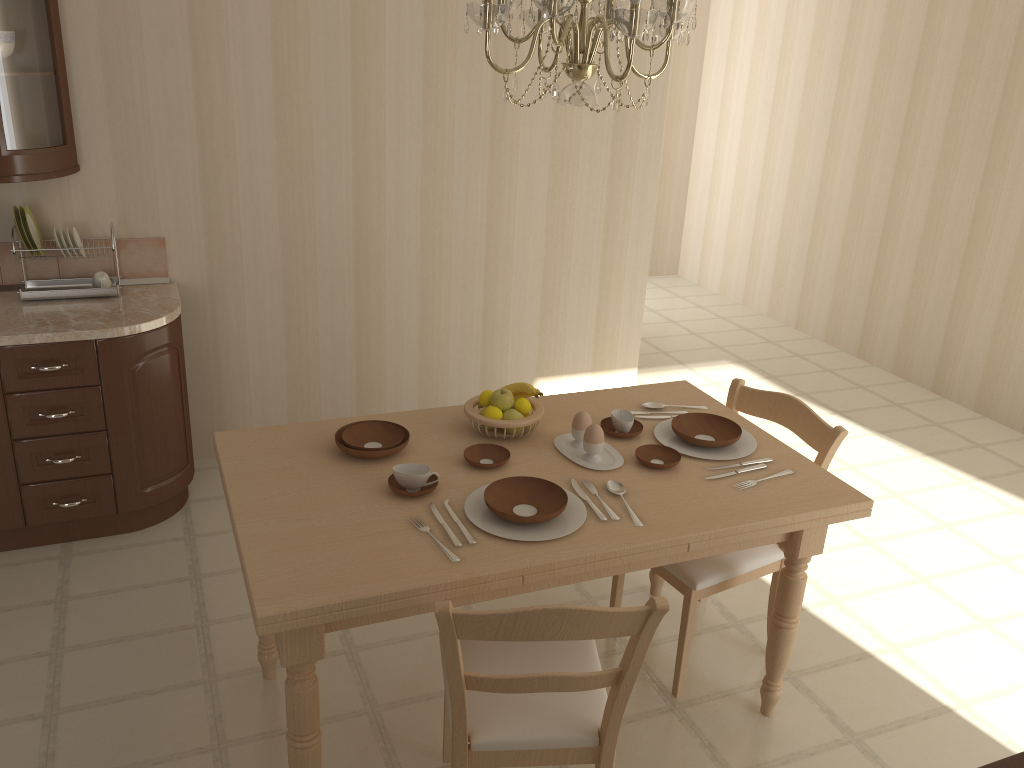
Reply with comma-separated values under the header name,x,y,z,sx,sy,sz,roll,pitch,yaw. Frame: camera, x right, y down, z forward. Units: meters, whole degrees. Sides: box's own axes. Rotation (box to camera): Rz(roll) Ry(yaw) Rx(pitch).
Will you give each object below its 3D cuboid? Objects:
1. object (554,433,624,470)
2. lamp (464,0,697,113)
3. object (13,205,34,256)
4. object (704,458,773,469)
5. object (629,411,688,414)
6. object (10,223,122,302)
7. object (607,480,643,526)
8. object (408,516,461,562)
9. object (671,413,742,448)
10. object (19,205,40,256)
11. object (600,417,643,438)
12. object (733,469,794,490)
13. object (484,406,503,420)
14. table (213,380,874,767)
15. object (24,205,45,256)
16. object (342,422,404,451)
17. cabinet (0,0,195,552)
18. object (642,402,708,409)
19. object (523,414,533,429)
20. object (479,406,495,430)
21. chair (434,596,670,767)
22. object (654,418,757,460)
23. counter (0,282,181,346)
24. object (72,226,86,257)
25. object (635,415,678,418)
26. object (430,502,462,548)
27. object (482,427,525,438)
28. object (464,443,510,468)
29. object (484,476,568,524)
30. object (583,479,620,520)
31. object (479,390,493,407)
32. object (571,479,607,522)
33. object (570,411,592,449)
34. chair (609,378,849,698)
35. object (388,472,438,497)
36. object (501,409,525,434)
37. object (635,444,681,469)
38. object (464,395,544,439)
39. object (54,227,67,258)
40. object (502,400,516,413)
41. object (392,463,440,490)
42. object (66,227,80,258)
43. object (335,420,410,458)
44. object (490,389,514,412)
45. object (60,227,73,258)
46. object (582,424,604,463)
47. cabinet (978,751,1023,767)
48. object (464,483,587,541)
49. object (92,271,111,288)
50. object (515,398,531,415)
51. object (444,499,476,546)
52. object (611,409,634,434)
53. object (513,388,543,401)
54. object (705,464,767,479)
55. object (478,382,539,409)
name,x,y,z,sx,sy,sz,roll,pitch,yaw
object,0.215,0.190,2.493,0.157,0.005,0.245,-7,24,-25
lamp,0.179,-1.110,1.918,0.501,0.982,0.502,18,26,33
object,-1.823,-0.571,3.309,0.047,0.188,0.193,-6,23,-21
object,0.632,0.222,2.467,0.218,0.008,0.022,-5,23,-20
object,0.448,0.090,2.784,0.216,0.004,0.022,0,22,-8
object,-1.702,-0.476,3.399,0.359,0.275,0.172,-6,23,-21
object,0.284,0.296,2.225,0.047,0.011,0.219,-2,22,-14
object,-0.179,0.352,2.027,0.028,0.004,0.218,-10,25,-31
object,0.569,0.143,2.606,0.204,0.042,0.204,18,26,34
object,-1.806,-0.572,3.315,0.047,0.188,0.193,-6,23,-21
object,0.324,0.133,2.627,0.127,0.026,0.126,-10,25,-30
object,0.680,0.256,2.392,0.218,0.004,0.028,-10,25,-31
object,-0.054,0.087,2.531,0.055,0.047,0.045,6,22,8
table,0.032,0.580,2.545,1.567,0.774,0.900,-6,23,-22
object,-1.789,-0.574,3.322,0.047,0.188,0.193,-6,23,-21
object,-0.382,0.155,2.439,0.168,0.034,0.168,-2,22,-12
cabinet,-1.898,-0.038,1.749,2.436,2.313,3.226,-6,23,-22
object,0.520,0.072,2.832,0.219,0.011,0.047,0,22,-7
object,0.039,0.108,2.597,0.046,0.046,0.055,7,22,9
object,-0.064,0.098,2.578,0.070,0.069,0.068,-2,22,-14
chair,0.038,0.725,2.082,0.462,0.846,0.517,1,21,-6
object,0.568,0.160,2.614,0.299,0.009,0.299,-17,29,-41
counter,-2.019,0.168,2.133,2.422,0.034,2.603,-6,23,-22
object,-1.657,-0.542,3.391,0.034,0.119,0.123,-6,23,-22
object,0.490,0.102,2.755,0.221,0.008,0.023,0,22,-8
object,-0.161,0.328,2.085,0.018,0.008,0.212,-6,23,-22
object,-0.026,0.128,2.611,0.128,0.011,0.128,10,22,16
object,-0.068,0.200,2.401,0.126,0.026,0.127,16,25,29
object,0.033,0.290,2.157,0.204,0.042,0.204,-6,23,-22
object,0.222,0.290,2.242,0.022,0.004,0.216,-4,22,-17
object,-0.073,0.042,2.591,0.047,0.046,0.054,10,22,17
object,0.188,0.290,2.232,0.023,0.008,0.221,-4,22,-17
object,0.198,0.125,2.518,0.058,0.104,0.058,-17,29,-41
chair,0.648,0.470,2.820,0.517,0.846,0.462,-9,24,-29
object,-0.249,0.254,2.238,0.127,0.026,0.126,4,21,3
object,0.001,0.107,2.550,0.074,0.076,0.072,21,28,38
object,0.403,0.205,2.452,0.127,0.026,0.126,-10,25,-30
object,-0.024,0.099,2.599,0.235,0.068,0.235,12,23,22
object,-1.716,-0.537,3.368,0.034,0.119,0.123,-6,23,-22
object,-0.012,0.081,2.618,0.077,0.065,0.076,22,28,39
object,-0.241,0.239,2.232,0.119,0.055,0.063,5,21,5
object,-1.676,-0.541,3.383,0.034,0.119,0.123,-6,23,-22
object,-0.384,0.160,2.440,0.204,0.042,0.204,9,22,14
object,-0.029,0.048,2.559,0.069,0.061,0.068,1,21,-7
object,-1.696,-0.539,3.376,0.034,0.119,0.123,-5,23,-20
object,0.224,0.158,2.438,0.058,0.104,0.058,-17,29,-41
cabinet,-0.223,1.072,0.469,1.513,1.349,0.538,-6,23,-22
object,0.033,0.307,2.164,0.299,0.009,0.299,-7,23,-23
object,-1.621,-0.411,3.510,0.085,0.072,0.073,15,24,28
object,0.032,0.065,2.574,0.051,0.053,0.045,-11,26,-32
object,-0.127,0.324,2.102,0.022,0.008,0.218,-5,23,-20
object,0.324,0.115,2.628,0.063,0.055,0.119,0,22,-9
object,0.011,0.049,2.640,0.176,0.094,0.064,8,22,12
object,0.612,0.240,2.418,0.212,0.008,0.018,-8,24,-27
object,-0.005,0.036,2.622,0.184,0.085,0.066,8,22,13
